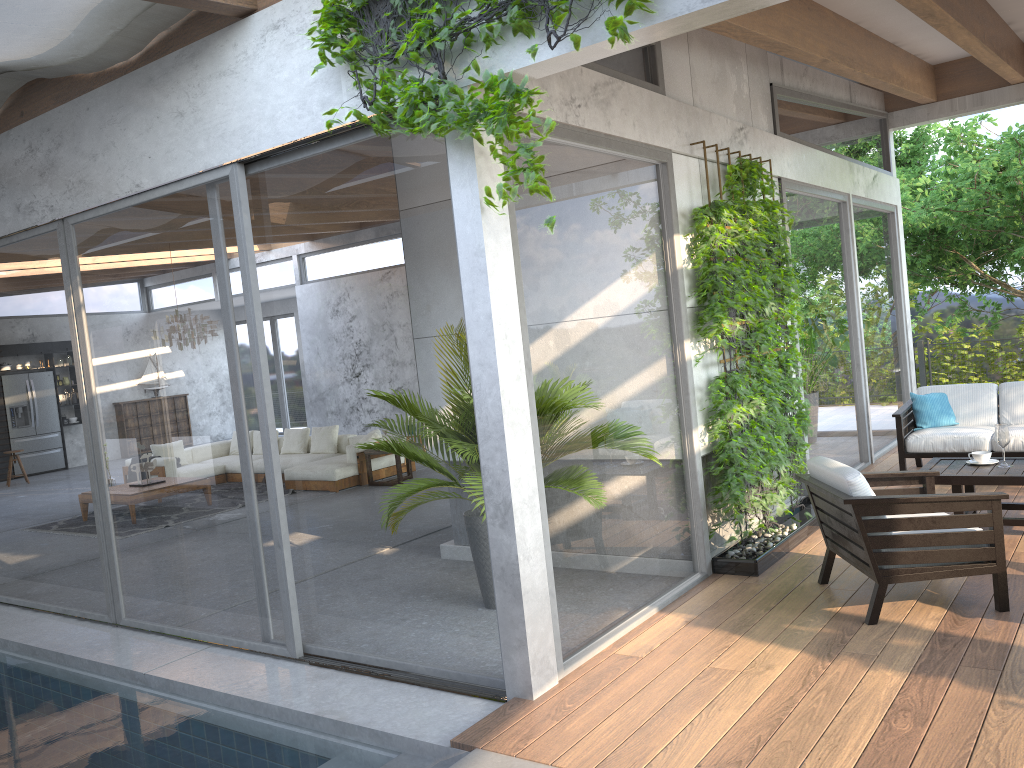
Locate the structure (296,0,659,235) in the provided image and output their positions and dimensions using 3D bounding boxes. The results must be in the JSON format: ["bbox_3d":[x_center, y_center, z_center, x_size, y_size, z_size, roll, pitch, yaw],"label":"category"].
[{"bbox_3d":[-0.321,-1.557,3.493,1.822,2.054,0.918,-4,4,33],"label":"structure"}]

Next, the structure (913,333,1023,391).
[{"bbox_3d":[4.613,0.370,8.949,15.587,3.022,31.708,-7,3,-13],"label":"structure"}]

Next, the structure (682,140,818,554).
[{"bbox_3d":[1.699,-0.273,6.147,0.500,2.669,1.851,-4,4,37],"label":"structure"}]

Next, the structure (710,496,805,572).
[{"bbox_3d":[0.903,0.899,7.028,2.203,0.595,2.012,-4,4,36],"label":"structure"}]

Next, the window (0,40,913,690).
[{"bbox_3d":[-4.726,-0.291,10.819,23.280,3.764,14.294,-4,4,36],"label":"window"}]

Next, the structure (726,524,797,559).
[{"bbox_3d":[1.665,1.043,5.886,0.231,0.044,0.928,-4,4,36],"label":"structure"}]
